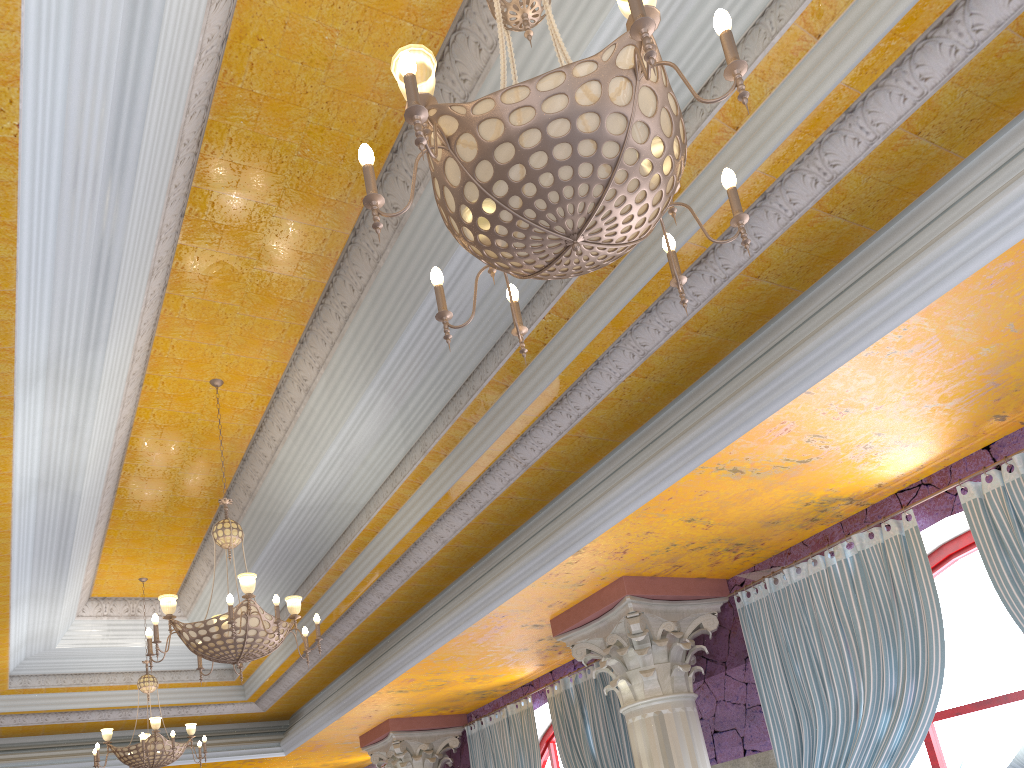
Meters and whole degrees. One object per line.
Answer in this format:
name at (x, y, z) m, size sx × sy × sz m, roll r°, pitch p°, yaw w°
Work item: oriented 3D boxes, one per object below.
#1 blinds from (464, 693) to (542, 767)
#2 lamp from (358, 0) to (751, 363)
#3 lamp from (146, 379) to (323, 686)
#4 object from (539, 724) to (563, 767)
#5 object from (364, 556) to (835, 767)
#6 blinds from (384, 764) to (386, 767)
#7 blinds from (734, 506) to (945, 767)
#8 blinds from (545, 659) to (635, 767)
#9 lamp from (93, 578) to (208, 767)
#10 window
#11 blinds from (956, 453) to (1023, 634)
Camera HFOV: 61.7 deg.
blinds at (0.057, 5.337, 9.538) m, size 0.244 × 3.240 × 1.849 m, roll 0°, pitch -23°, yaw -30°
lamp at (-0.002, -1.274, 2.553) m, size 0.972 × 2.003 × 1.028 m, roll -14°, pitch -20°, yaw 11°
lamp at (-1.937, 0.893, 5.811) m, size 0.972 × 2.003 × 1.028 m, roll -14°, pitch -20°, yaw 11°
object at (1.049, 4.591, 9.121) m, size 0.160 × 2.344 × 3.878 m, roll 0°, pitch -27°, yaw -31°
object at (1.804, 3.247, 6.494) m, size 2.100 × 3.336 × 31.703 m, roll 2°, pitch -31°, yaw -30°
blinds at (-1.243, 6.794, 11.728) m, size 0.245 × 3.240 × 1.844 m, roll 1°, pitch -23°, yaw -32°
blinds at (2.381, 2.733, 5.626) m, size 0.244 × 3.240 × 1.849 m, roll 0°, pitch -23°, yaw -30°
blinds at (1.028, 4.249, 7.903) m, size 0.245 × 3.240 × 1.844 m, roll 1°, pitch -23°, yaw -32°
lamp at (-3.840, 3.026, 9.015) m, size 0.972 × 2.003 × 1.028 m, roll -14°, pitch -20°, yaw 11°
window at (3.352, 2.012, 5.245) m, size 0.160 × 2.344 × 3.878 m, roll 0°, pitch -27°, yaw -31°
blinds at (3.352, 1.645, 3.991) m, size 0.245 × 3.240 × 1.844 m, roll 1°, pitch -23°, yaw -32°
